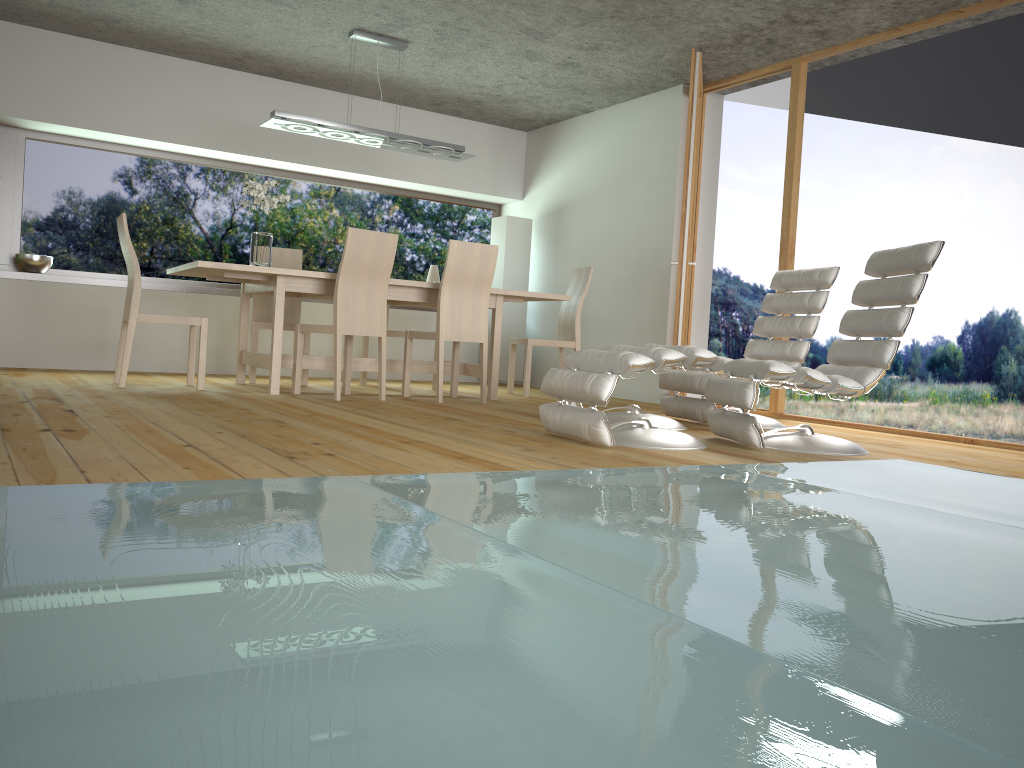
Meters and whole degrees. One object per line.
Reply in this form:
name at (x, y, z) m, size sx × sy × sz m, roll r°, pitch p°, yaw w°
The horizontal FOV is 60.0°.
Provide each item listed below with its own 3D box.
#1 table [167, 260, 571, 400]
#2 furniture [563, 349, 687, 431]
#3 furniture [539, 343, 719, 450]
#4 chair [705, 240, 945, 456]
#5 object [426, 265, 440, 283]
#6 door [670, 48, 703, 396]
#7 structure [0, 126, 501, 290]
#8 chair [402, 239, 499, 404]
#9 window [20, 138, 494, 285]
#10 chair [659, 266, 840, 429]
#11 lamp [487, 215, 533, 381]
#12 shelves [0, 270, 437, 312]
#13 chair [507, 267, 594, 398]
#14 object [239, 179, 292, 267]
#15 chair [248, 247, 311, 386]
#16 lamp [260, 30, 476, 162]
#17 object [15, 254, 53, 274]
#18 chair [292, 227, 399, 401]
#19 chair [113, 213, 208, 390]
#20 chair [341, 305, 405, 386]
table at (-0.990, -0.323, 6.124) m, size 2.499 × 0.755 × 1.202 m, roll 2°, pitch 3°, yaw -29°
furniture at (0.615, -0.002, 4.789) m, size 0.686 × 0.439 × 0.570 m, roll 4°, pitch 2°, yaw 3°
furniture at (0.538, 0.035, 3.901) m, size 0.685 × 0.439 × 0.570 m, roll 2°, pitch 2°, yaw -26°
chair at (1.424, -0.186, 4.125) m, size 0.913 × 0.968 × 0.570 m, roll 3°, pitch 1°, yaw -7°
object at (-0.741, -0.920, 8.304) m, size 0.153 × 0.384 × 0.153 m, roll 3°, pitch 2°, yaw -36°
door at (1.259, -1.044, 6.373) m, size 0.163 × 2.416 × 0.935 m, roll 4°, pitch 1°, yaw 13°
structure at (-2.109, -1.291, 7.524) m, size 4.872 × 1.153 × 0.526 m, roll 2°, pitch 2°, yaw -32°
chair at (-0.399, -0.401, 5.787) m, size 0.404 × 1.016 × 0.507 m, roll 3°, pitch 2°, yaw -33°
window at (-1.971, -1.329, 7.862) m, size 4.184 × 0.978 × 0.012 m, roll 2°, pitch 2°, yaw -32°
chair at (1.412, -0.244, 5.320) m, size 0.913 × 0.968 × 0.570 m, roll 3°, pitch 2°, yaw -22°
lamp at (-0.043, -0.788, 8.248) m, size 0.280 × 1.499 × 0.280 m, roll 3°, pitch 1°, yaw -32°
shelves at (-2.130, -0.748, 7.515) m, size 4.867 × 0.054 × 0.404 m, roll 2°, pitch 3°, yaw -32°
chair at (0.296, -0.409, 6.862) m, size 0.506 × 1.016 × 0.405 m, roll 3°, pitch 1°, yaw -19°
object at (-1.609, -1.027, 5.732) m, size 0.304 × 0.607 × 0.302 m, roll 3°, pitch 2°, yaw -29°
chair at (-1.726, -0.520, 6.563) m, size 0.404 × 1.016 × 0.507 m, roll 3°, pitch 1°, yaw -21°
lamp at (-0.946, -2.036, 6.146) m, size 1.489 × 0.719 × 0.290 m, roll 2°, pitch 2°, yaw -32°
object at (-3.554, -0.887, 6.591) m, size 0.247 × 0.137 × 0.247 m, roll 4°, pitch 2°, yaw 3°
chair at (-1.022, -0.424, 5.464) m, size 0.404 × 1.016 × 0.507 m, roll 2°, pitch 2°, yaw -43°
chair at (-2.155, -0.492, 5.428) m, size 0.506 × 1.016 × 0.405 m, roll 3°, pitch 1°, yaw -29°
chair at (-1.097, -0.508, 7.125) m, size 0.404 × 1.016 × 0.507 m, roll 3°, pitch 2°, yaw -34°
